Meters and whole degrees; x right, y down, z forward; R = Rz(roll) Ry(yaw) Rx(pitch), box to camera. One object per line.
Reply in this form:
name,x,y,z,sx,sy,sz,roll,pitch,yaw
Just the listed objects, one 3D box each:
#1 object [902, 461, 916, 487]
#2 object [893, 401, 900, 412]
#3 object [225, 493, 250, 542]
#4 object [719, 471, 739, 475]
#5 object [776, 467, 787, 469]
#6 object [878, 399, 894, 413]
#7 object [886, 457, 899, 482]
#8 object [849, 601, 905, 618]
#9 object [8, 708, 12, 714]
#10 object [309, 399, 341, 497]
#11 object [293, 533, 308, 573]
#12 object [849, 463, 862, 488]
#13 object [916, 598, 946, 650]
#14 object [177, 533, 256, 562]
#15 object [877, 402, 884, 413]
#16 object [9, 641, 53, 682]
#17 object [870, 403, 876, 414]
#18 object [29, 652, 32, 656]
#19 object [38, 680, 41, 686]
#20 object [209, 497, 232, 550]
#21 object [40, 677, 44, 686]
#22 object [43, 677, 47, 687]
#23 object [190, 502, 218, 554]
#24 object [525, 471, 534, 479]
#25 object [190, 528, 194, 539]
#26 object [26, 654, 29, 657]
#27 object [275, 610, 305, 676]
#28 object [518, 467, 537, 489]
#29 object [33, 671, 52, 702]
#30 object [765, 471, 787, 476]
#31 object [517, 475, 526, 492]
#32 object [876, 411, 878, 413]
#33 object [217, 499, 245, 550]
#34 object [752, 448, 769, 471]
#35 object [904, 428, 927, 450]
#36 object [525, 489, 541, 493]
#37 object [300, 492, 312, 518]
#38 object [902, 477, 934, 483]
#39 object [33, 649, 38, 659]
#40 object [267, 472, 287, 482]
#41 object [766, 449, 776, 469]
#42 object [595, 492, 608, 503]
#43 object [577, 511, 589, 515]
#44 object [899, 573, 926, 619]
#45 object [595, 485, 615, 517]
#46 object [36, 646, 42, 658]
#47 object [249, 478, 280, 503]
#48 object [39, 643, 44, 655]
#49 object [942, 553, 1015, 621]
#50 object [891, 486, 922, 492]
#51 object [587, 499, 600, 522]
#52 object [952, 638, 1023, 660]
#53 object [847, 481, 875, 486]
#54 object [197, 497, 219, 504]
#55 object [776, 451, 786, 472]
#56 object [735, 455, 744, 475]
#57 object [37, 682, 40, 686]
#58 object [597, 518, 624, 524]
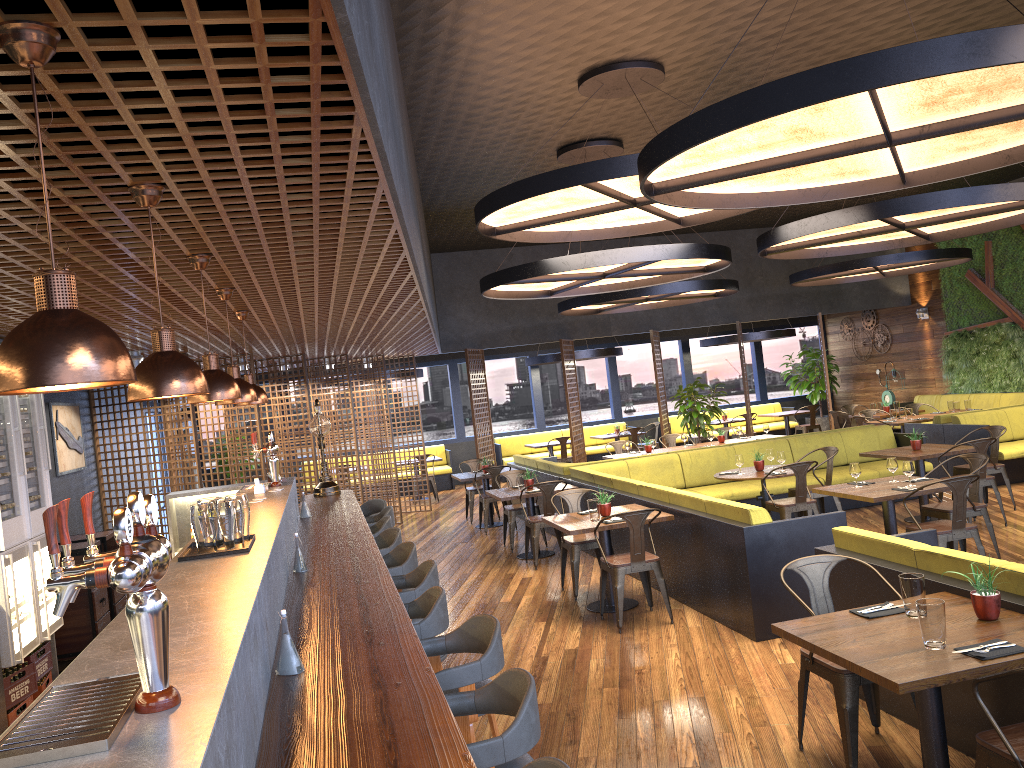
object,3.285,0.743,7.335,0.097,0.206,0.097,-6,0,-21
object,6.779,0.397,15.628,0.102,0.178,0.102,-7,0,23
object,-1.194,0.587,3.871,0.105,0.209,0.105,-7,0,22
object,2.352,0.953,9.526,0.255,0.019,0.157,-7,0,20
object,2.949,0.885,9.500,0.255,0.019,0.157,-6,0,-10
object,6.598,0.371,15.653,0.238,0.271,0.260,-6,0,9
object,3.296,0.743,7.677,0.097,0.206,0.097,-6,0,-12
object,1.654,1.003,3.961,0.255,0.019,0.157,-6,0,-13
object,-3.297,2.226,5.832,0.056,0.205,0.057,-7,0,29
object,-1.854,0.616,8.674,0.263,0.944,0.566,-6,0,-20
object,-1.133,0.889,4.694,0.069,0.203,0.114,-6,0,-23
object,2.948,0.782,7.606,0.097,0.206,0.097,-6,0,-21
object,1.617,0.924,3.408,0.102,0.178,0.102,-7,0,23
object,-1.234,0.686,3.733,0.273,0.019,0.437,-6,0,-13
object,6.589,0.419,15.848,0.102,0.178,0.102,-7,0,23
object,-3.572,2.053,6.467,0.277,0.206,0.416,-6,0,-10
object,6.408,0.439,15.728,0.102,0.178,0.102,-6,0,-27
object,-3.463,2.020,6.387,0.056,0.205,0.056,-6,0,-22
object,-3.412,2.241,6.411,0.056,0.205,0.056,-6,0,-32
object,-1.217,0.589,3.735,0.105,0.209,0.105,-7,0,22
object,-3.428,2.243,6.476,0.056,0.205,0.056,-7,0,33
object,-3.453,2.246,6.538,0.056,0.205,0.056,-6,0,8
object,-1.252,0.592,3.617,0.105,0.209,0.105,-7,0,22
object,0.207,1.116,10.363,0.102,0.178,0.102,-6,0,-27
object,-2.531,1.168,7.171,0.133,0.301,0.133,-6,0,-7
object,-3.448,2.018,6.324,0.056,0.205,0.056,-6,0,-37
object,-0.738,0.836,2.882,0.114,0.203,0.069,-7,0,38
object,0.202,1.069,10.217,0.260,0.271,0.238,-6,0,-11
object,-3.533,2.275,6.470,0.277,0.206,0.416,-6,0,-20
object,2.697,0.912,9.098,0.157,0.019,0.255,-6,0,-6
object,0.114,1.125,9.999,0.102,0.178,0.102,-6,0,-27
object,6.515,0.509,15.991,0.255,0.019,0.157,-6,0,-13
object,-1.144,0.580,3.628,0.105,0.209,0.105,-7,0,22
object,2.624,0.792,9.466,0.238,0.271,0.260,-6,0,9
object,4.435,0.588,9.726,0.260,0.271,0.238,-7,0,23
object,0.238,1.191,9.877,0.255,0.019,0.157,-6,0,-13
object,-1.657,0.959,7.043,0.114,0.203,0.069,-7,0,22
object,3.445,0.820,7.572,0.255,0.019,0.157,-6,0,-12
object,-3.467,2.021,6.454,0.056,0.205,0.056,-7,0,43
object,-1.874,0.738,7.054,0.091,0.091,0.177,-6,0,-38
object,2.804,0.808,9.610,0.097,0.206,0.097,-7,0,26
object,0.787,1.038,7.727,0.102,0.178,0.102,-6,0,-27
object,0.713,1.128,7.871,0.255,0.019,0.157,-6,0,-13
object,1.729,0.913,3.817,0.102,0.178,0.102,-6,0,-27
object,0.776,0.992,7.556,0.238,0.271,0.260,-6,0,9
object,-3.481,2.023,6.519,0.056,0.205,0.056,-7,0,18
object,-1.658,0.701,5.977,0.200,0.106,0.766,-6,0,-13
object,-3.489,2.024,6.582,0.056,0.205,0.056,-7,0,33
object,1.969,0.839,3.694,0.238,0.271,0.260,-6,0,-7
object,3.191,0.847,7.195,0.157,0.019,0.255,-6,0,-12
object,0.681,1.048,7.355,0.102,0.178,0.102,-7,0,23
object,1.765,0.987,3.305,0.255,0.019,0.157,-6,0,-13
object,3.062,0.864,7.745,0.157,0.019,0.255,-6,0,-12
object,-1.304,0.599,3.839,0.105,0.209,0.105,-7,0,22
object,2.805,0.806,9.226,0.097,0.206,0.097,-7,0,12
object,2.404,0.852,9.364,0.097,0.206,0.097,-7,0,29
object,-3.386,2.238,6.351,0.056,0.205,0.056,-7,0,43
object,0.818,1.113,7.241,0.255,0.019,0.157,-6,0,-13
